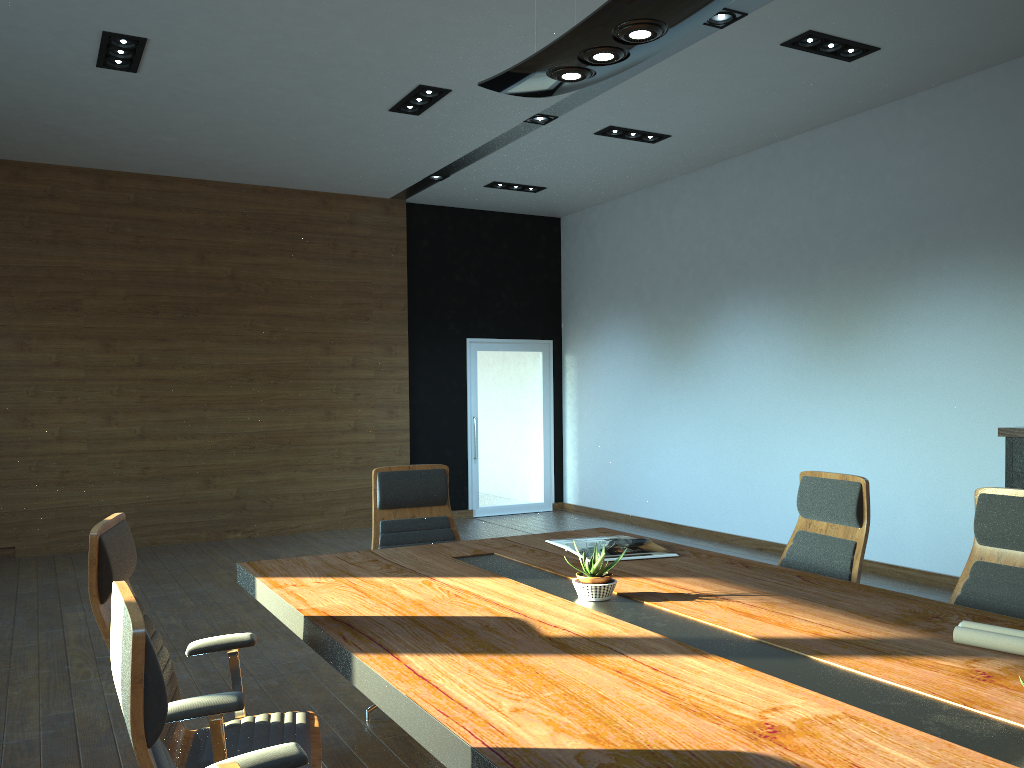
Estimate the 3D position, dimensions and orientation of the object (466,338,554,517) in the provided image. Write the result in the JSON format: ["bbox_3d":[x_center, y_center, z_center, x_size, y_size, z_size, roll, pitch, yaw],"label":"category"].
[{"bbox_3d":[-0.041,0.532,11.006,1.197,2.163,0.200,-1,2,-28],"label":"object"}]

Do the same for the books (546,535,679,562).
[{"bbox_3d":[0.414,0.689,3.799,0.389,0.033,0.544,0,-1,-17],"label":"books"}]

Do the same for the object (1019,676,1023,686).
[{"bbox_3d":[0.995,0.580,1.565,0.153,0.188,0.177,-1,1,11],"label":"object"}]

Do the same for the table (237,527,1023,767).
[{"bbox_3d":[0.993,1.069,1.587,1.784,0.798,5.540,0,-1,-28],"label":"table"}]

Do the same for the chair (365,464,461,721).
[{"bbox_3d":[-0.358,0.961,4.137,0.706,1.129,0.695,-1,1,-26],"label":"chair"}]

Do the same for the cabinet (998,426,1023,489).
[{"bbox_3d":[3.868,0.860,4.576,0.767,1.234,2.347,-1,0,-28],"label":"cabinet"}]

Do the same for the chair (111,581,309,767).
[{"bbox_3d":[-0.382,0.926,1.688,0.696,1.129,0.706,-1,1,-28],"label":"chair"}]

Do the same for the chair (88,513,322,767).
[{"bbox_3d":[-0.841,0.945,2.618,0.696,1.129,0.706,-1,1,-13],"label":"chair"}]

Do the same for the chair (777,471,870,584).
[{"bbox_3d":[1.058,0.937,3.610,0.696,1.129,0.706,-1,1,-21],"label":"chair"}]

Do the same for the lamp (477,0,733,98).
[{"bbox_3d":[0.282,-1.628,2.771,0.340,1.201,1.196,-2,1,-28],"label":"lamp"}]

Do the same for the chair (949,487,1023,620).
[{"bbox_3d":[1.474,0.921,2.848,0.696,1.129,0.706,-1,1,-28],"label":"chair"}]

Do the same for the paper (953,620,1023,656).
[{"bbox_3d":[1.247,0.622,1.250,0.628,0.083,2.240,-1,-1,12],"label":"paper"}]

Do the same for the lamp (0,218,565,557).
[{"bbox_3d":[-2.286,-0.283,6.820,9.388,3.712,16.679,0,-1,-28],"label":"lamp"}]

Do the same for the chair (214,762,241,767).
[{"bbox_3d":[0.095,0.908,0.826,0.696,1.129,0.706,-1,1,-26],"label":"chair"}]

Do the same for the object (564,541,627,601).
[{"bbox_3d":[0.271,0.608,2.900,0.153,0.188,0.177,0,1,36],"label":"object"}]
